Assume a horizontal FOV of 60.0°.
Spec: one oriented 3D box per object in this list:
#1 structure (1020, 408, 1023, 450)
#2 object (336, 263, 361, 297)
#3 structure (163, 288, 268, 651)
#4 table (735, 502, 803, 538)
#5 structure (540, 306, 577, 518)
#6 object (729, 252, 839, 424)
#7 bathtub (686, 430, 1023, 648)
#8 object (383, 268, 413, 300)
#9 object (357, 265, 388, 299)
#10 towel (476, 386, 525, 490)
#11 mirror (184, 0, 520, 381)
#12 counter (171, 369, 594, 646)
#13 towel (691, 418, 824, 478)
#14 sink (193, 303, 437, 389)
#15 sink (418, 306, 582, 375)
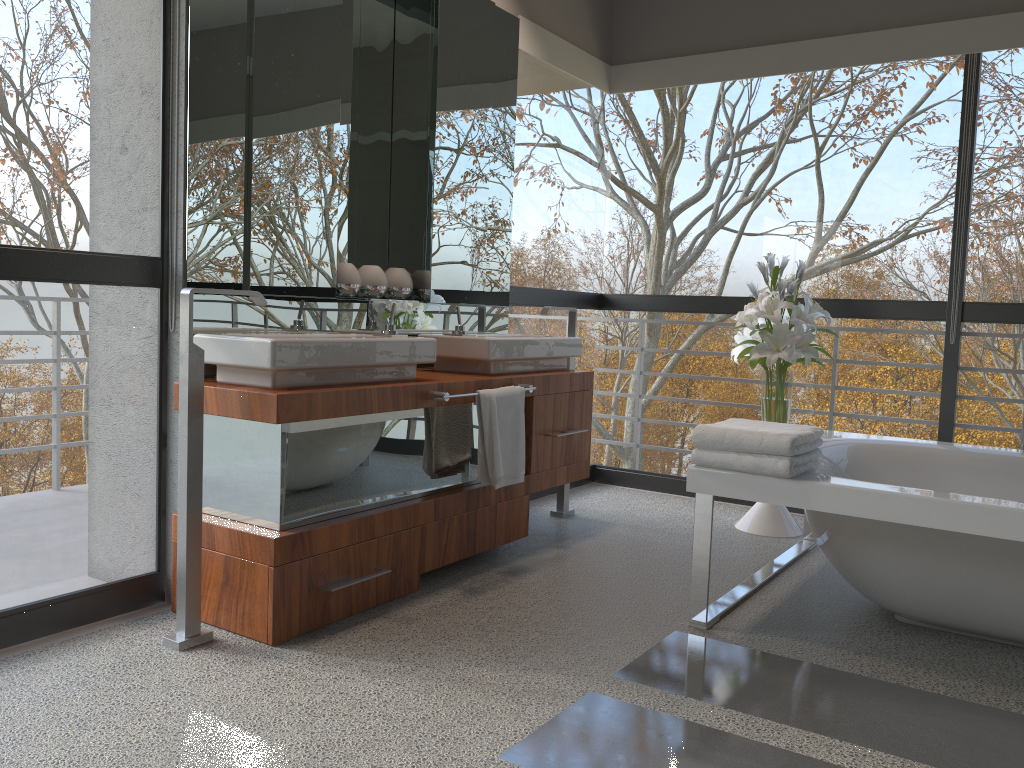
[{"bbox_3d":[2.088,0.335,3.261,0.402,0.884,0.330,5,5,33],"label":"structure"},{"bbox_3d":[-0.645,-0.397,3.391,0.136,0.130,0.136,1,4,-15],"label":"object"},{"bbox_3d":[-0.835,0.227,2.527,0.069,0.988,0.303,5,5,33],"label":"structure"},{"bbox_3d":[1.199,0.434,4.089,0.307,0.478,0.308,3,4,17],"label":"table"},{"bbox_3d":[0.207,0.138,4.125,0.069,0.988,0.303,5,5,33],"label":"structure"},{"bbox_3d":[1.208,-0.201,4.047,0.460,0.795,0.450,0,5,-29],"label":"object"},{"bbox_3d":[1.714,0.545,2.792,1.959,0.504,1.328,5,5,33],"label":"bathtub"},{"bbox_3d":[-0.475,-0.411,3.651,0.136,0.130,0.136,1,4,-15],"label":"object"},{"bbox_3d":[-0.561,-0.404,3.519,0.136,0.130,0.136,1,4,-15],"label":"object"},{"bbox_3d":[-0.033,0.194,3.228,0.079,0.368,0.302,5,5,33],"label":"towel"},{"bbox_3d":[-0.573,-0.853,3.472,0.253,1.616,1.791,5,5,33],"label":"mirror"},{"bbox_3d":[-0.305,0.322,3.322,0.525,0.704,1.849,5,5,33],"label":"counter"},{"bbox_3d":[0.767,0.200,2.755,0.322,0.145,0.305,5,6,36],"label":"towel"},{"bbox_3d":[-0.611,-0.141,2.884,0.352,0.266,0.750,5,5,33],"label":"sink"},{"bbox_3d":[-0.031,-0.190,3.773,0.352,0.266,0.750,5,5,33],"label":"sink"}]
